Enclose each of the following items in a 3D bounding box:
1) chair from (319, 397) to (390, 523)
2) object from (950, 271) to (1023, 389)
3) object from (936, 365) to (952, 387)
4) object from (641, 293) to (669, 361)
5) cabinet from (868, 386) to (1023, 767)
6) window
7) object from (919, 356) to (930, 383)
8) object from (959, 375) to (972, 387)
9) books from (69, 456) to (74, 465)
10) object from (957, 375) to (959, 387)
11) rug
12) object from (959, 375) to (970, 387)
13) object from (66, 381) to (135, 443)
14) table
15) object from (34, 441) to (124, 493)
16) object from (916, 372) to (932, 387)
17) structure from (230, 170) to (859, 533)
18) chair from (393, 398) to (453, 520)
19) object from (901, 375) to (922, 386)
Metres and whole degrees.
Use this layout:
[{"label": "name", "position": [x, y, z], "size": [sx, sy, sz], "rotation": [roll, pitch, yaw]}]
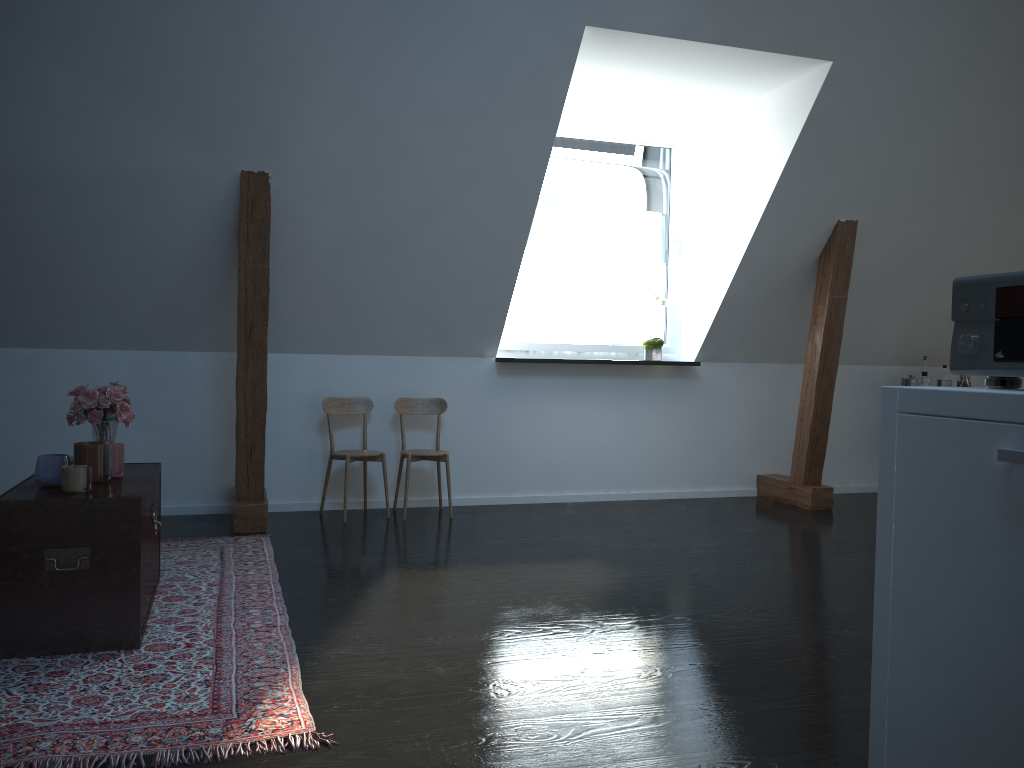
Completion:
[{"label": "chair", "position": [-0.921, 0.432, 5.225], "size": [0.329, 0.696, 0.342], "rotation": [0, 2, -35]}, {"label": "object", "position": [1.128, -0.089, 1.565], "size": [0.496, 0.211, 0.435], "rotation": [1, 2, -18]}, {"label": "object", "position": [3.178, -0.011, 6.521], "size": [0.099, 0.257, 0.067], "rotation": [1, 2, -13]}, {"label": "object", "position": [0.977, -0.387, 6.020], "size": [0.131, 0.461, 0.309], "rotation": [1, 2, 0]}, {"label": "cabinet", "position": [1.116, 0.483, 1.397], "size": [0.638, 0.921, 0.869], "rotation": [1, 2, -18]}, {"label": "window", "position": [3.139, -2.164, 3.844], "size": [8.018, 4.249, 5.959], "rotation": [1, 2, -18]}, {"label": "object", "position": [2.992, -0.044, 6.434], "size": [0.073, 0.320, 0.073], "rotation": [0, 2, -27]}, {"label": "object", "position": [3.262, -0.029, 6.385], "size": [0.081, 0.307, 0.081], "rotation": [1, 2, -12]}, {"label": "books", "position": [-1.712, 0.312, 3.521], "size": [0.243, 0.034, 0.179], "rotation": [0, 2, -40]}, {"label": "object", "position": [3.355, -0.035, 6.592], "size": [0.081, 0.308, 0.081], "rotation": [0, 2, -26]}, {"label": "rug", "position": [-1.536, 0.825, 3.179], "size": [1.512, 0.029, 2.647], "rotation": [1, 2, -18]}, {"label": "object", "position": [3.208, -0.021, 6.278], "size": [0.114, 0.292, 0.114], "rotation": [3, 3, 44]}, {"label": "object", "position": [-1.589, 0.160, 3.420], "size": [0.234, 0.351, 0.235], "rotation": [2, 2, 32]}, {"label": "table", "position": [-1.519, 0.585, 3.206], "size": [0.471, 0.492, 0.962], "rotation": [1, 2, -18]}, {"label": "object", "position": [-1.513, 0.280, 3.076], "size": [0.215, 0.138, 0.413], "rotation": [1, 2, -6]}, {"label": "object", "position": [2.910, 0.015, 6.260], "size": [0.087, 0.206, 0.087], "rotation": [1, 2, 7]}, {"label": "structure", "position": [2.207, -0.151, 6.158], "size": [12.350, 1.963, 1.023], "rotation": [1, 2, -18]}, {"label": "chair", "position": [-0.531, 0.437, 5.330], "size": [0.329, 0.696, 0.342], "rotation": [1, 2, -17]}, {"label": "object", "position": [2.880, 0.025, 6.391], "size": [0.135, 0.182, 0.052], "rotation": [2, 2, 19]}]
